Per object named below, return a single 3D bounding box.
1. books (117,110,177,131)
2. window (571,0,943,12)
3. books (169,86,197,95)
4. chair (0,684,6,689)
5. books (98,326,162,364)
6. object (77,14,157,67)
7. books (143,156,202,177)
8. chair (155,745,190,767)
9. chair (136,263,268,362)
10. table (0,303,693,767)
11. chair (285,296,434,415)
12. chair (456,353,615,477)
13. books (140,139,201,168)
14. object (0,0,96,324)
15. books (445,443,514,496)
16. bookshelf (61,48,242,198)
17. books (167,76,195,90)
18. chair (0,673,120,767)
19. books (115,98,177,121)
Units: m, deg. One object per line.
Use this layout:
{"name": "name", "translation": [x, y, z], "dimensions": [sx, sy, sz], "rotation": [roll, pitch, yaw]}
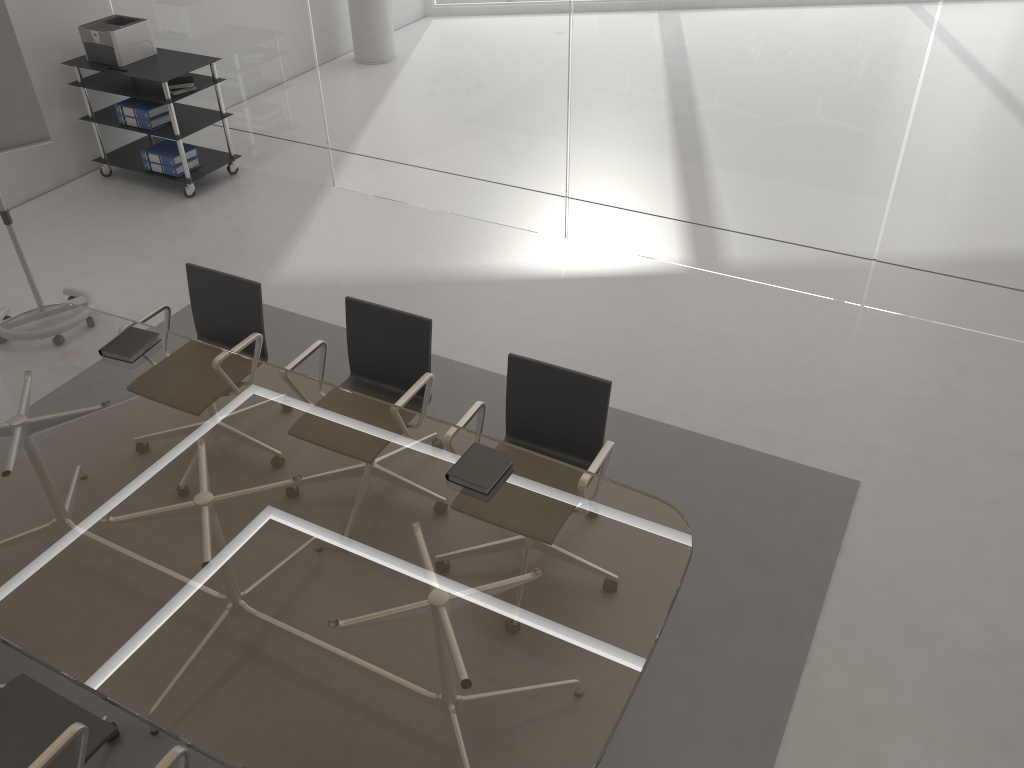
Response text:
{"name": "books", "translation": [-2.619, -1.922, 6.388], "dimensions": [0.320, 0.077, 0.263], "rotation": [17, 41, 22]}
{"name": "window", "translation": [3.214, -6.232, 9.026], "dimensions": [8.533, 4.498, 0.100], "rotation": [-2, 37, -1]}
{"name": "books", "translation": [-2.311, -2.063, 6.174], "dimensions": [0.170, 0.028, 0.146], "rotation": [-30, 46, -33]}
{"name": "chair", "translation": [-2.115, 0.811, 2.882], "dimensions": [0.731, 0.805, 0.710], "rotation": [6, 38, 9]}
{"name": "books", "translation": [-1.547, -0.160, 3.594], "dimensions": [0.164, 0.032, 0.183], "rotation": [12, 39, 17]}
{"name": "object", "translation": [-2.782, -2.430, 6.264], "dimensions": [0.351, 0.235, 0.350], "rotation": [17, 41, 22]}
{"name": "books", "translation": [-2.489, -1.625, 6.514], "dimensions": [0.320, 0.077, 0.263], "rotation": [17, 41, 22]}
{"name": "chair", "translation": [-0.666, 1.247, 2.260], "dimensions": [0.731, 0.805, 0.710], "rotation": [6, 38, 9]}
{"name": "chair", "translation": [-1.397, -0.010, 3.953], "dimensions": [0.731, 0.805, 0.710], "rotation": [6, 37, 9]}
{"name": "table", "translation": [-1.010, 0.651, 3.126], "dimensions": [3.054, 0.721, 1.372], "rotation": [17, 40, 22]}
{"name": "chair", "translation": [-0.631, 0.166, 3.697], "dimensions": [0.731, 0.805, 0.710], "rotation": [6, 37, 9]}
{"name": "chair", "translation": [0.058, 0.418, 3.342], "dimensions": [0.731, 0.805, 0.710], "rotation": [6, 37, 9]}
{"name": "books", "translation": [-2.489, -1.684, 6.471], "dimensions": [0.320, 0.077, 0.263], "rotation": [17, 41, 22]}
{"name": "object", "translation": [-2.664, -1.160, 4.452], "dimensions": [0.560, 2.088, 0.553], "rotation": [7, 38, 11]}
{"name": "books", "translation": [-0.106, 0.281, 2.966], "dimensions": [0.164, 0.032, 0.183], "rotation": [18, 41, 24]}
{"name": "bookshelf", "translation": [-2.605, -1.936, 6.510], "dimensions": [0.985, 0.855, 0.567], "rotation": [17, 41, 22]}
{"name": "books", "translation": [-2.304, -2.094, 6.162], "dimensions": [0.183, 0.032, 0.164], "rotation": [-12, 38, -14]}
{"name": "chair", "translation": [-1.430, 1.067, 2.522], "dimensions": [0.731, 0.805, 0.710], "rotation": [6, 38, 9]}
{"name": "books", "translation": [-2.619, -1.981, 6.345], "dimensions": [0.320, 0.077, 0.263], "rotation": [17, 41, 22]}
